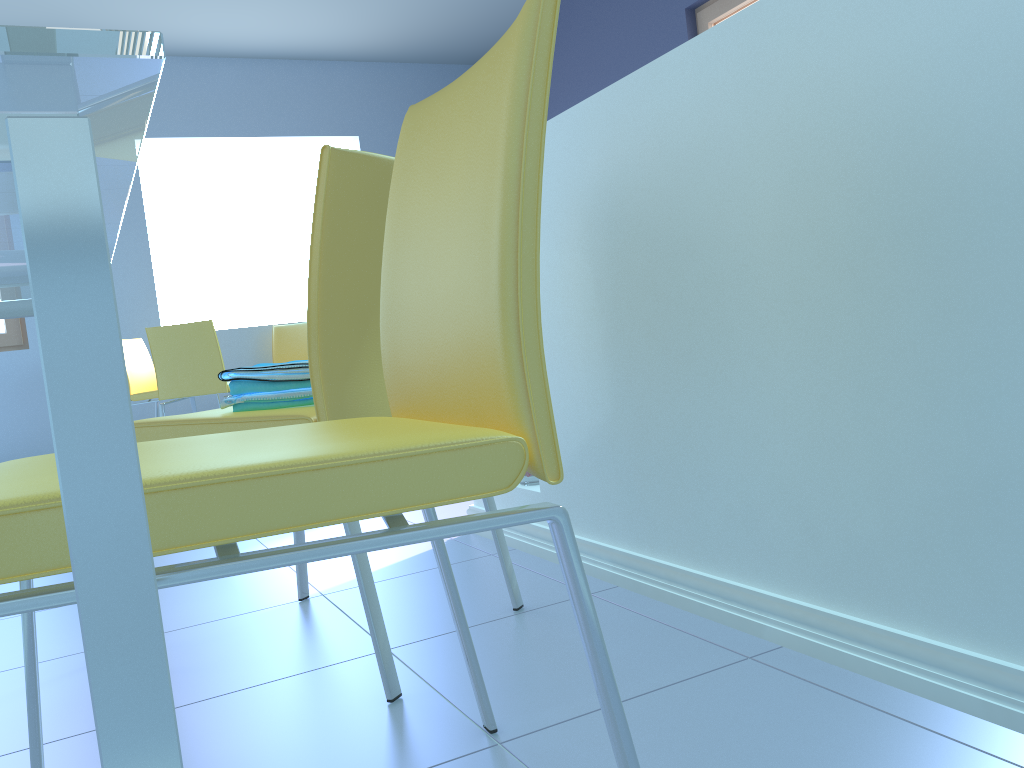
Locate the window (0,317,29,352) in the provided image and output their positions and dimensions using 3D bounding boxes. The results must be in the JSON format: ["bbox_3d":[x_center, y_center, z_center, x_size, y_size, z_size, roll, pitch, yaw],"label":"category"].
[{"bbox_3d":[-3.690,-0.742,5.085,1.475,1.263,0.142,-8,3,-26],"label":"window"}]

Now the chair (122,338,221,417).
[{"bbox_3d":[-2.018,0.050,5.217,0.484,0.695,0.387,-7,3,5],"label":"chair"}]

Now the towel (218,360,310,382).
[{"bbox_3d":[-0.325,-0.022,1.353,0.195,0.033,0.190,-7,3,0],"label":"towel"}]

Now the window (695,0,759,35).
[{"bbox_3d":[1.329,-1.282,3.879,0.142,1.263,1.475,-8,3,-26],"label":"window"}]

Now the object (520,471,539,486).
[{"bbox_3d":[0.024,-0.003,1.847,0.067,0.423,0.229,-7,3,5],"label":"object"}]

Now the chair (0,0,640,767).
[{"bbox_3d":[-0.191,0.070,0.737,0.484,0.695,0.387,-8,3,-23],"label":"chair"}]

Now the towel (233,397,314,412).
[{"bbox_3d":[-0.321,0.023,1.361,0.195,0.024,0.201,-7,3,-6],"label":"towel"}]

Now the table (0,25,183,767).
[{"bbox_3d":[-0.701,0.188,0.772,0.730,0.590,1.173,-8,3,-26],"label":"table"}]

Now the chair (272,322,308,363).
[{"bbox_3d":[-1.421,-0.047,5.689,0.387,0.695,0.484,-6,3,10],"label":"chair"}]

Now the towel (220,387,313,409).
[{"bbox_3d":[-0.326,0.010,1.357,0.195,0.024,0.201,-7,3,-1],"label":"towel"}]

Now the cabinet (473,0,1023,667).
[{"bbox_3d":[1.247,-0.202,1.705,2.200,0.800,2.139,-8,3,-26],"label":"cabinet"}]

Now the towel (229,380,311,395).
[{"bbox_3d":[-0.325,-0.006,1.357,0.195,0.027,0.192,-7,3,-5],"label":"towel"}]

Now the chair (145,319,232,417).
[{"bbox_3d":[-1.592,0.031,4.623,0.387,0.695,0.484,-7,3,5],"label":"chair"}]

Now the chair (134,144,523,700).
[{"bbox_3d":[-0.301,0.050,1.359,0.484,0.695,0.387,-5,3,28],"label":"chair"}]
